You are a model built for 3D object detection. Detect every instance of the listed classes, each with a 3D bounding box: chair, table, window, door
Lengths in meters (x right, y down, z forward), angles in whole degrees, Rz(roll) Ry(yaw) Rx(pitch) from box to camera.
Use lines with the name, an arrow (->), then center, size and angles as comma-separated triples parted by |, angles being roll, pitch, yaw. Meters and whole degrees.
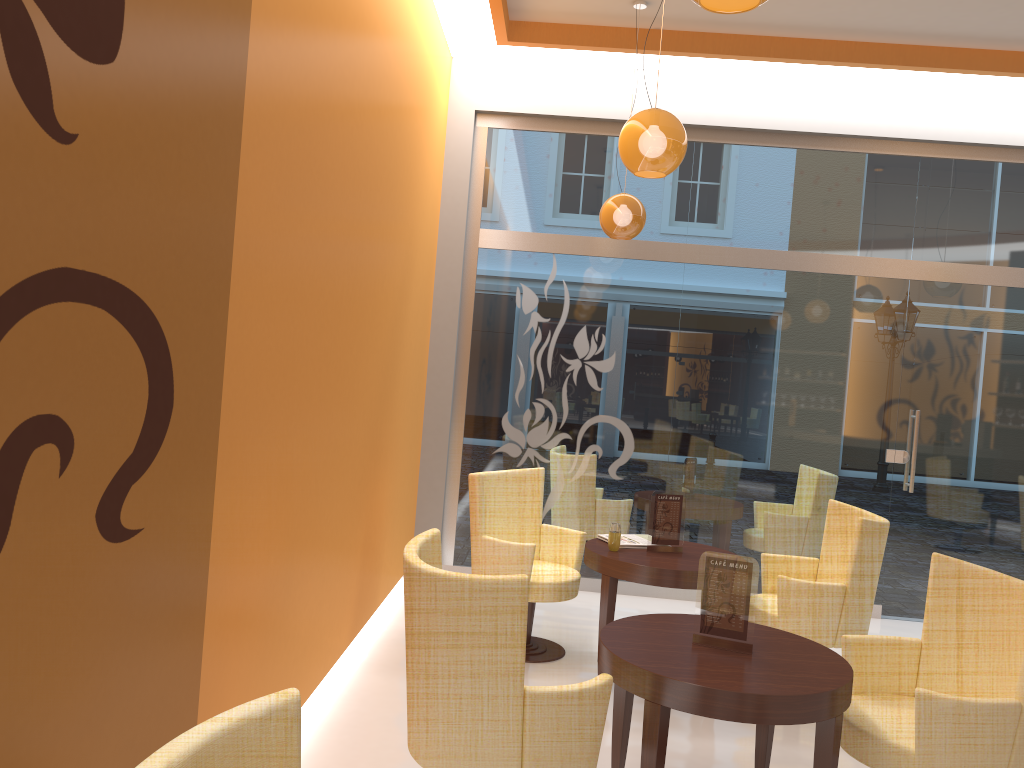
chair -> 1.526, 1.172, 3.183 | 0.685, 1.017, 0.729 | 5, 1, 0
chair -> -0.049, 1.048, 2.931 | 0.685, 1.017, 0.729 | 4, 1, -29
table -> 0.719, 1.277, 3.150 | 0.872, 0.679, 0.874 | 5, 1, 39
chair -> -0.256, 1.057, 1.233 | 0.685, 1.017, 0.729 | 4, 1, -9
window -> 3.671, 0.050, 6.471 | 8.200, 3.380, 0.040 | 5, 1, 3
chair -> 1.607, 1.154, 4.740 | 0.685, 1.017, 0.729 | 5, 1, 6
table -> 0.808, 1.258, 4.860 | 0.874, 0.679, 0.872 | 4, 1, -41
door -> 3.630, 0.548, 6.479 | 1.640, 2.499, 0.020 | 5, 1, 3
chair -> 0.067, 1.024, 5.152 | 0.685, 1.017, 0.729 | 5, 1, 35

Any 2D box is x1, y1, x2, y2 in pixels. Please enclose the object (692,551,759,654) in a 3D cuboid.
object -> 0.760, 0.771, 3.152 | 0.209, 0.335, 0.042 | 5, 1, 21

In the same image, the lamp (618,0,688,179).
lamp -> 0.663, -1.659, 3.858 | 0.299, 1.500, 0.299 | 5, 1, 3

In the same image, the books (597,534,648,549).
books -> 0.695, 0.892, 5.034 | 0.339, 0.028, 0.273 | 4, 1, -22

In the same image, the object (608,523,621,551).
object -> 0.552, 0.824, 4.771 | 0.067, 0.148, 0.067 | 5, 1, 27

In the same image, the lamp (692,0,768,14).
lamp -> 0.569, -1.640, 2.060 | 0.299, 1.500, 0.299 | 5, 1, 28

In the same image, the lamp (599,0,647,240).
lamp -> 0.756, -1.679, 5.655 | 0.299, 1.500, 0.299 | 5, 1, 3

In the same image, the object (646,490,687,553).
object -> 0.849, 0.753, 4.852 | 0.209, 0.335, 0.042 | 4, 1, -14
